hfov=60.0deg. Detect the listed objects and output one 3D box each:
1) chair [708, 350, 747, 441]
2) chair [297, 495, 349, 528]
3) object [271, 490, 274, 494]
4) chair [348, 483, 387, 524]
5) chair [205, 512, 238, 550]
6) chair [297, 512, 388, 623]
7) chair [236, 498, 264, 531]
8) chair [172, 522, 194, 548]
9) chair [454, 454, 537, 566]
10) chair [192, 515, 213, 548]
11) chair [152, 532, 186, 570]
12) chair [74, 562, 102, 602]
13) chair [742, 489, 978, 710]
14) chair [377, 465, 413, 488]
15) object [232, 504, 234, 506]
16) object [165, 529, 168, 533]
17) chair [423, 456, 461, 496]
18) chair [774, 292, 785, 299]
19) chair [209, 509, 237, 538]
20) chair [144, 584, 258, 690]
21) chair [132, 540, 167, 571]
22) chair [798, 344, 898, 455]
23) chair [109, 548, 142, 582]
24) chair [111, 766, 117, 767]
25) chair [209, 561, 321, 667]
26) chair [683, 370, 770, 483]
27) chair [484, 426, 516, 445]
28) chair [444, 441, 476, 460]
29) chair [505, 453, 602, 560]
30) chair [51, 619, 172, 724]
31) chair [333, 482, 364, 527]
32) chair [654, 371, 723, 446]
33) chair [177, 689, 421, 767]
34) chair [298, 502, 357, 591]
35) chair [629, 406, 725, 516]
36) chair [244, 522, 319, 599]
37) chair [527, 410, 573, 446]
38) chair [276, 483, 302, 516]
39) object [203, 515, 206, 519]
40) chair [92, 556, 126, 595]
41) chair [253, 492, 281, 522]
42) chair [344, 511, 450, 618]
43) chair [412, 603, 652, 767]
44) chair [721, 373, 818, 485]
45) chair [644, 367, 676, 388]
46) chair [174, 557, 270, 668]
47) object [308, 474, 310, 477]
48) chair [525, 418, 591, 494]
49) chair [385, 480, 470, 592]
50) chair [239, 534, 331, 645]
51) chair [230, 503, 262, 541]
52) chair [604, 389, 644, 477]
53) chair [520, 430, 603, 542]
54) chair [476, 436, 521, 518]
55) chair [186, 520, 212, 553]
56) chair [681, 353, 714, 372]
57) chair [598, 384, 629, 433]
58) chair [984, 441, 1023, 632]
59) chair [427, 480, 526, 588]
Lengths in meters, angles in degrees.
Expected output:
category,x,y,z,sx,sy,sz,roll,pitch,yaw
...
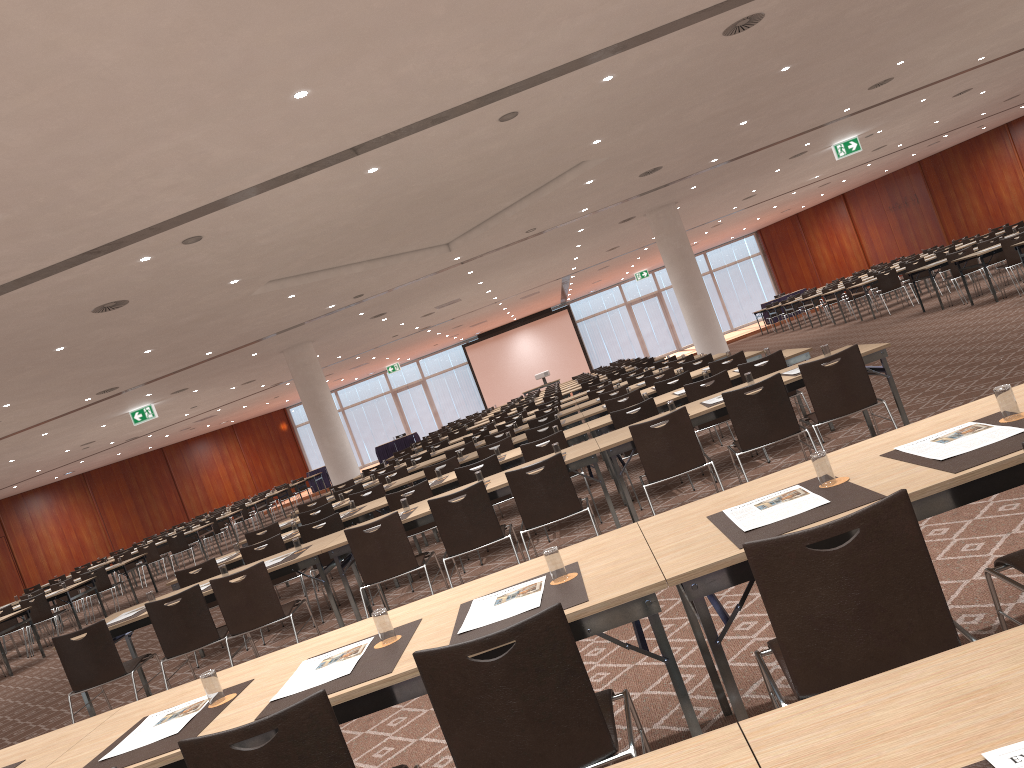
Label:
category,x,y,z,sx,sy,sz,roll,pitch,yaw
chair,2.632,0.124,10.434,0.535,0.939,0.613,-20,1,1
chair,-2.694,2.092,12.774,0.535,0.939,0.613,-20,1,0
object,-7.321,3.296,27.126,0.054,0.114,0.054,-20,1,-8
chair,-1.588,1.690,10.743,0.535,0.939,0.613,-20,1,1
chair,-8.067,4.036,24.548,0.535,0.939,0.613,-20,1,0
chair,-1.694,1.738,8.705,0.536,0.939,0.613,-20,1,4
chair,-8.516,4.185,28.664,0.536,0.939,0.613,-20,1,4
chair,-10.618,4.965,28.797,0.535,0.939,0.613,-20,1,1
chair,-0.182,1.177,8.652,0.536,0.939,0.613,-20,1,4
chair,-9.978,4.727,28.816,0.536,0.939,0.613,-20,1,6
chair,-9.584,4.599,24.645,0.535,0.939,0.613,-20,1,1
chair,-10.838,5.072,22.862,0.536,0.939,0.613,-20,1,2
chair,0.979,0.773,2.450,0.536,0.939,0.613,-20,1,6
chair,-1.547,1.666,12.744,0.535,0.939,0.613,-20,1,1
object,-8.545,3.750,27.204,0.054,0.114,0.054,-20,1,-8
object,-10.664,4.536,27.335,0.054,0.114,0.054,-21,1,-30
chair,-0.681,1.353,10.644,0.536,0.939,0.613,-20,1,5
chair,10.415,-3.005,33.894,0.536,0.939,0.613,-20,1,4
chair,-9.367,4.501,28.636,0.536,0.939,0.613,-20,1,5
chair,-2.360,1.994,6.745,0.535,0.939,0.613,-20,1,1
chair,-10.169,4.816,24.763,0.536,0.939,0.613,-20,1,5
chair,2.409,0.224,6.443,0.536,0.939,0.613,-20,1,6
chair,-10.845,5.066,24.865,0.536,0.939,0.613,-20,1,5
chair,-1.107,1.546,2.582,0.536,0.939,0.613,-20,1,2
chair,-1.854,1.806,6.678,0.536,0.939,0.613,-20,1,3
chair,1.971,0.378,8.473,0.535,0.939,0.613,-20,1,1
chair,-0.033,1.104,12.648,0.535,0.939,0.613,-20,1,1
chair,-0.588,1.310,12.641,0.535,0.939,0.613,-20,1,1
chair,0.324,0.998,6.540,0.536,0.939,0.613,-20,1,5
chair,-3.051,2.251,6.754,0.536,0.939,0.613,-20,1,3
chair,-2.162,1.894,12.706,0.536,0.939,0.613,-20,1,2
chair,2.016,0.353,10.438,0.536,0.939,0.613,-20,1,4
chair,-0.540,1.336,2.581,0.536,0.939,0.613,-20,1,3
chair,-2.182,1.910,10.739,0.536,0.939,0.613,-20,1,5
chair,1.219,0.665,6.560,0.536,0.939,0.613,-20,1,5
chair,-2.825,2.149,10.745,0.536,0.939,0.613,-20,1,3
chair,0.580,0.877,12.532,0.536,0.939,0.613,-20,1,2
chair,-7.209,3.699,28.640,0.536,0.939,0.613,-20,1,1
object,-9.452,4.086,27.258,0.054,0.114,0.054,-21,1,-30
chair,-10.313,4.878,22.688,0.536,0.939,0.613,-20,1,6
chair,-7.927,3.967,28.545,0.535,0.939,0.613,-20,1,1
chair,-0.863,1.438,6.692,0.536,0.939,0.613,-20,1,6
chair,0.106,1.096,2.582,0.536,0.939,0.613,-20,1,6
chair,1.865,0.426,6.442,0.536,0.939,0.613,-20,1,6
chair,2.197,0.276,12.506,0.536,0.939,0.613,-20,1,1
chair,-2.910,2.189,8.782,0.536,0.939,0.613,-20,1,5
object,-7.124,3.205,31.120,0.054,0.114,0.054,-20,1,-8
chair,0.526,0.906,10.567,0.536,0.939,0.613,-20,1,6
chair,-0.843,1.422,8.617,0.535,0.939,0.613,-20,1,1
chair,-2.258,1.948,8.706,0.536,0.939,0.613,-20,1,3
chair,-7.417,3.794,24.648,0.536,0.939,0.613,-20,1,1
chair,1.456,0.560,10.551,0.536,0.939,0.613,-20,1,5
chair,0.442,0.945,8.570,0.536,0.939,0.613,-20,1,2
chair,-0.050,1.119,10.569,0.536,0.939,0.613,-20,1,4
chair,-8.649,4.252,24.667,0.536,0.939,0.613,-20,1,3
chair,2.723,0.081,12.431,0.536,0.939,0.613,-20,1,5
chair,1.572,0.509,12.504,0.536,0.939,0.613,-20,1,3
chair,1.684,0.511,2.440,0.536,0.939,0.613,-20,1,3
chair,-0.246,1.209,6.611,0.536,0.939,0.613,-20,1,2
